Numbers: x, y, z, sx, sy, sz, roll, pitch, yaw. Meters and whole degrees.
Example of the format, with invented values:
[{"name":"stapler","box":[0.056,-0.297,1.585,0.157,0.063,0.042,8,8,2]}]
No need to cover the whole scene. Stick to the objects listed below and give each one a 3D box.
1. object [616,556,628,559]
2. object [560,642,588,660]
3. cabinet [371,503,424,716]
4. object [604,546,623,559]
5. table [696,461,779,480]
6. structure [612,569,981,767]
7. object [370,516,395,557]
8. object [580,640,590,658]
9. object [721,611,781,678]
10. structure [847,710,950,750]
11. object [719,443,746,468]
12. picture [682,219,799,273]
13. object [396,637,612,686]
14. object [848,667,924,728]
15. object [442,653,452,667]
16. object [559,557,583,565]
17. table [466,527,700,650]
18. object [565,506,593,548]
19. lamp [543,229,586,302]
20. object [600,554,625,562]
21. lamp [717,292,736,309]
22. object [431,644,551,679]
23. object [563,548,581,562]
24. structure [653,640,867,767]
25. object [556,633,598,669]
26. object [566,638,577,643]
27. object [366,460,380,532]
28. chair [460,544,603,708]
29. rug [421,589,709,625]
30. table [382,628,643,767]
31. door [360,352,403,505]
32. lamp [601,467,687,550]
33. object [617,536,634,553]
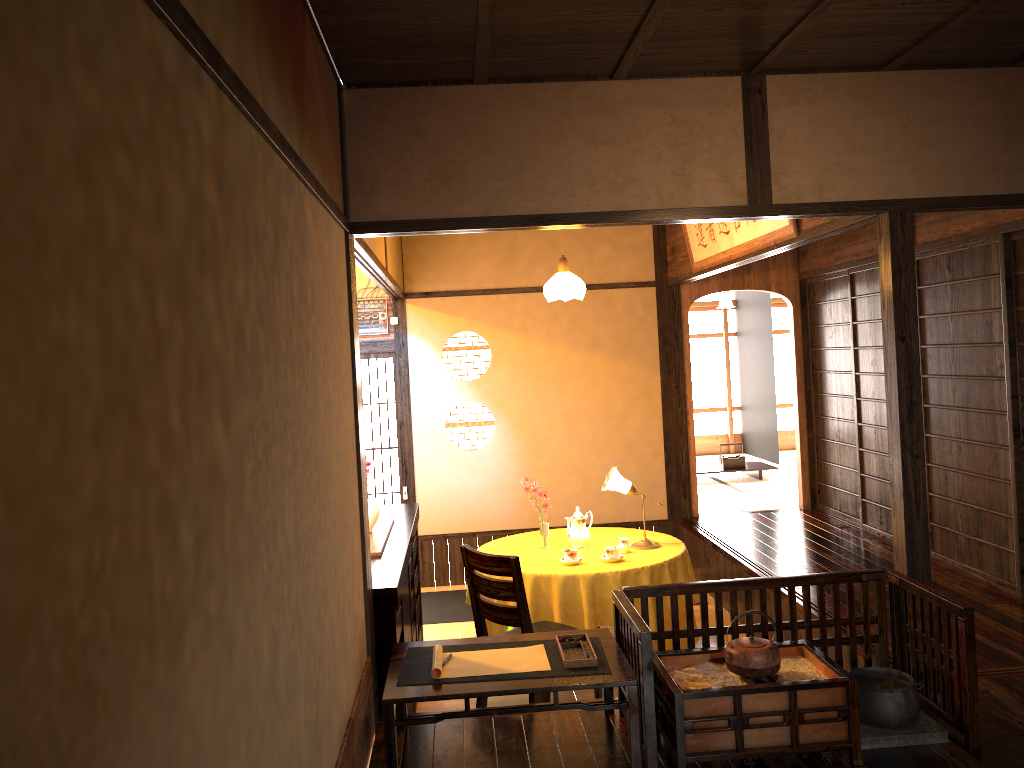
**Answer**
[{"name":"object","box":[0.612,1.006,5.111,0.126,0.019,0.029,-3,1,0]},{"name":"object","box":[0.230,1.005,3.301,0.082,0.019,0.200,-3,2,-3]},{"name":"cabinet","box":[-0.768,1.319,4.791,0.489,0.971,2.186,-3,2,-4]},{"name":"object","box":[0.583,0.983,5.150,0.090,0.076,0.099,-3,1,-19]},{"name":"table","box":[2.260,0.985,9.819,1.200,0.118,0.600,-3,2,-4]},{"name":"structure","box":[1.033,1.064,3.397,1.197,0.499,0.598,-3,1,-4]},{"name":"object","box":[-0.806,0.824,4.820,0.267,0.020,0.998,-3,2,-4]},{"name":"object","box":[0.275,1.004,3.357,0.012,0.012,0.180,-3,2,-4]},{"name":"object","box":[0.877,0.938,3.242,0.198,0.216,0.198,-2,1,35]},{"name":"structure","box":[1.402,1.276,3.347,0.330,0.040,0.330,-3,2,-4]},{"name":"object","box":[2.438,0.787,9.831,0.260,0.258,0.150,-3,1,-4]},{"name":"picture","box":[1.385,-1.091,5.718,0.117,0.565,2.044,-3,2,-4]},{"name":"object","box":[-0.030,1.034,3.323,0.760,0.003,0.405,-3,2,-1]},{"name":"object","box":[1.394,1.183,3.348,0.267,0.147,0.266,-4,2,-37]},{"name":"object","box":[-0.246,1.038,3.330,0.012,0.010,0.141,-3,2,12]},{"name":"object","box":[0.342,1.028,5.138,0.144,0.024,0.144,-5,2,-44]},{"name":"table","box":[0.436,1.370,5.537,1.444,0.695,1.443,-3,2,-3]},{"name":"object","box":[0.424,0.895,5.585,0.163,0.252,0.154,-3,1,9]},{"name":"lamp","box":[0.312,-0.922,5.550,0.249,0.810,0.277,-3,0,18]},{"name":"object","box":[0.583,1.015,5.154,0.144,0.024,0.144,-5,2,-44]},{"name":"lamp","box":[2.354,-1.238,9.837,0.196,0.798,0.225,-3,0,4]},{"name":"object","box":[-0.082,1.017,3.306,0.430,0.038,0.275,-3,2,-4]},{"name":"object","box":[0.345,0.996,5.137,0.099,0.076,0.090,-3,1,21]},{"name":"structure","box":[0.863,1.178,3.240,0.666,0.300,0.453,-3,1,-4]},{"name":"object","box":[0.241,1.004,3.342,0.121,0.028,0.295,-3,2,-3]},{"name":"object","box":[0.230,1.000,3.429,0.040,0.021,0.040,-4,2,-41]},{"name":"object","box":[-0.820,0.622,4.950,0.189,0.378,0.321,-3,1,5]},{"name":"chair","box":[0.098,1.289,4.542,0.578,0.960,0.490,-4,1,-39]},{"name":"rug","box":[-0.037,1.698,6.916,2.955,0.005,0.902,-3,2,-4]},{"name":"table","box":[-0.012,1.203,3.324,0.880,0.336,0.600,-3,1,-4]},{"name":"door","box":[-2.254,0.797,7.440,2.648,2.000,0.066,-3,0,-4]},{"name":"lamp","box":[0.836,1.096,5.480,0.512,1.203,0.198,-3,0,-3]},{"name":"object","box":[0.681,0.966,5.359,0.083,0.098,0.078,-4,1,-34]}]
